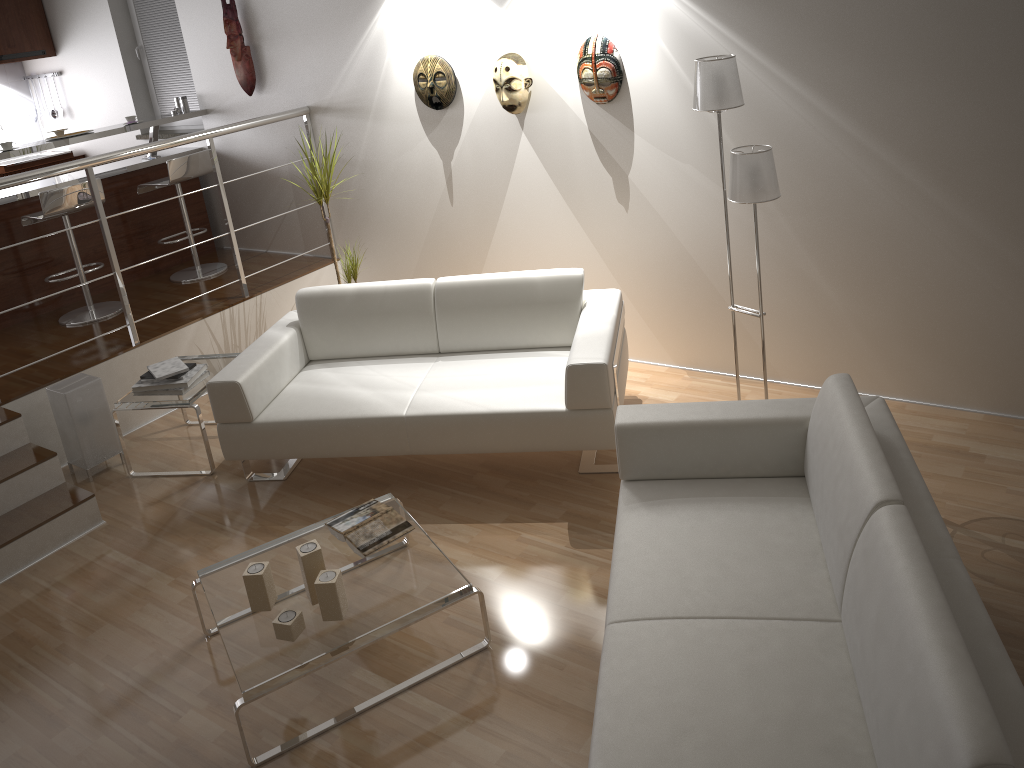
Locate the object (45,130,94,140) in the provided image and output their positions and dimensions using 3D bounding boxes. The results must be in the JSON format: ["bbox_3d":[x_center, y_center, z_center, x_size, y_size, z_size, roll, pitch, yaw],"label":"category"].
[{"bbox_3d":[-2.894,-1.630,5.735,0.220,0.010,0.321,11,30,36],"label":"object"}]

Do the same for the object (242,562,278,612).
[{"bbox_3d":[-0.804,0.641,2.792,0.067,0.144,0.070,-6,18,8],"label":"object"}]

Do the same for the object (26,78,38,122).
[{"bbox_3d":[-4.201,-2.479,7.660,0.065,0.365,0.034,5,21,37],"label":"object"}]

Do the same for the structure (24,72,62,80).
[{"bbox_3d":[-4.033,-2.642,7.512,0.602,0.032,0.050,10,28,36],"label":"structure"}]

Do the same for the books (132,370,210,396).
[{"bbox_3d":[-1.680,-0.007,4.322,0.287,0.026,0.239,-1,25,16],"label":"books"}]

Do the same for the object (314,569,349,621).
[{"bbox_3d":[-0.557,0.646,2.702,0.067,0.144,0.070,-6,18,8],"label":"object"}]

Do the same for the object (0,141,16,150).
[{"bbox_3d":[-3.072,-1.449,5.332,0.079,0.044,0.070,-11,22,-7],"label":"object"}]

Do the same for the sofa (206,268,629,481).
[{"bbox_3d":[-0.378,-0.054,4.116,1.777,0.707,0.953,-3,22,12],"label":"sofa"}]

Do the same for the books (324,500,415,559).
[{"bbox_3d":[-0.507,0.506,3.110,0.209,0.053,0.298,-24,28,-33],"label":"books"}]

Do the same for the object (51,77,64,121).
[{"bbox_3d":[-3.856,-2.419,7.415,0.072,0.365,0.025,5,21,37],"label":"object"}]

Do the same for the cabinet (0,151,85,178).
[{"bbox_3d":[-4.887,-0.971,6.480,0.685,0.762,3.650,6,27,35],"label":"cabinet"}]

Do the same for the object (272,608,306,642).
[{"bbox_3d":[-0.677,0.724,2.654,0.067,0.071,0.070,0,22,22],"label":"object"}]

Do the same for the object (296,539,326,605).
[{"bbox_3d":[-0.632,0.594,2.789,0.068,0.188,0.069,-17,19,-25],"label":"object"}]

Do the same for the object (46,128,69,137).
[{"bbox_3d":[-2.925,-1.625,5.677,0.131,0.040,0.146,10,29,36],"label":"object"}]

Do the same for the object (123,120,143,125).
[{"bbox_3d":[-2.612,-1.789,6.006,0.140,0.008,0.136,-1,25,16],"label":"object"}]

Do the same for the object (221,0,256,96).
[{"bbox_3d":[-1.835,-2.313,5.850,0.152,0.754,0.157,-10,17,-7],"label":"object"}]

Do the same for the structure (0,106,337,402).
[{"bbox_3d":[-1.944,-0.855,4.988,0.057,1.003,2.421,4,25,36],"label":"structure"}]

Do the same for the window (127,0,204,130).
[{"bbox_3d":[-2.595,-2.557,6.647,0.849,1.211,0.147,6,22,37],"label":"window"}]

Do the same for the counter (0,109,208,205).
[{"bbox_3d":[-3.045,-1.539,5.967,0.845,0.304,2.191,8,28,34],"label":"counter"}]

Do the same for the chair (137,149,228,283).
[{"bbox_3d":[-2.232,-1.157,6.000,0.427,0.810,0.403,3,21,32],"label":"chair"}]

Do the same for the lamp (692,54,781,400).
[{"bbox_3d":[0.964,-0.521,3.650,0.213,1.596,0.373,-18,19,-30],"label":"lamp"}]

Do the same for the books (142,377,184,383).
[{"bbox_3d":[-1.687,-0.051,4.309,0.216,0.014,0.160,-5,24,7],"label":"books"}]

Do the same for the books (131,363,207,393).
[{"bbox_3d":[-1.684,-0.032,4.315,0.287,0.026,0.239,-5,24,7],"label":"books"}]

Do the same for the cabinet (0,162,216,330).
[{"bbox_3d":[-3.095,-1.016,6.070,0.638,0.716,1.925,6,27,35],"label":"cabinet"}]

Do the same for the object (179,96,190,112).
[{"bbox_3d":[-2.376,-2.032,6.357,0.052,0.107,0.055,-1,19,21],"label":"object"}]

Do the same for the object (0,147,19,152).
[{"bbox_3d":[-3.081,-1.423,5.329,0.141,0.008,0.135,11,30,37],"label":"object"}]

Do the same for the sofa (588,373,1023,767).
[{"bbox_3d":[0.679,0.626,2.246,0.904,0.705,1.876,-3,23,12],"label":"sofa"}]

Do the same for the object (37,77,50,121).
[{"bbox_3d":[-4.046,-2.456,7.554,0.107,0.361,0.021,5,21,37],"label":"object"}]

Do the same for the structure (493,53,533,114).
[{"bbox_3d":[-0.022,-1.591,4.666,0.245,0.314,0.135,7,23,37],"label":"structure"}]

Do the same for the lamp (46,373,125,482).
[{"bbox_3d":[-2.130,0.212,4.383,0.200,0.459,0.200,5,22,36],"label":"lamp"}]

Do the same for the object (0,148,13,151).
[{"bbox_3d":[-3.075,-1.429,5.337,0.077,0.002,0.081,-7,24,2],"label":"object"}]

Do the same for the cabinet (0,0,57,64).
[{"bbox_3d":[-4.876,-2.506,6.381,0.655,0.607,2.832,7,27,35],"label":"cabinet"}]

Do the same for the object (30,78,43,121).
[{"bbox_3d":[-4.139,-2.477,7.629,0.033,0.361,0.008,5,21,37],"label":"object"}]

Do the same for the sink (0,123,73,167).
[{"bbox_3d":[-4.186,-2.018,7.386,0.605,0.553,0.700,7,26,35],"label":"sink"}]

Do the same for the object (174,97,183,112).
[{"bbox_3d":[-2.427,-2.036,6.386,0.052,0.104,0.055,-1,19,21],"label":"object"}]

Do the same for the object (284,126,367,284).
[{"bbox_3d":[-1.056,-0.804,5.162,0.516,1.408,0.447,-22,22,-37],"label":"object"}]

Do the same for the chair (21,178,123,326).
[{"bbox_3d":[-2.688,-0.824,5.394,0.430,0.810,0.402,8,24,40],"label":"chair"}]

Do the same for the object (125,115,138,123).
[{"bbox_3d":[-2.610,-1.815,6.010,0.080,0.044,0.070,-14,22,-14],"label":"object"}]

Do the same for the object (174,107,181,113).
[{"bbox_3d":[-2.419,-1.981,6.334,0.051,0.043,0.053,-10,21,-4],"label":"object"}]

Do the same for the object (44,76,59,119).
[{"bbox_3d":[-3.944,-2.454,7.502,0.091,0.349,0.045,5,21,36],"label":"object"}]

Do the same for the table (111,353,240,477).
[{"bbox_3d":[-1.639,0.146,4.469,0.463,0.382,0.579,-3,22,12],"label":"table"}]

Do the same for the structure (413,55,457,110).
[{"bbox_3d":[-0.459,-1.717,5.000,0.319,0.302,0.072,8,23,37],"label":"structure"}]

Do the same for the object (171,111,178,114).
[{"bbox_3d":[-2.441,-1.967,6.340,0.051,0.018,0.053,10,29,37],"label":"object"}]

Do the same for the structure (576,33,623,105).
[{"bbox_3d":[0.418,-1.564,4.366,0.267,0.339,0.078,7,22,37],"label":"structure"}]

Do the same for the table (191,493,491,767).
[{"bbox_3d":[-0.594,0.755,2.941,0.809,0.238,0.722,-19,25,-25],"label":"table"}]
